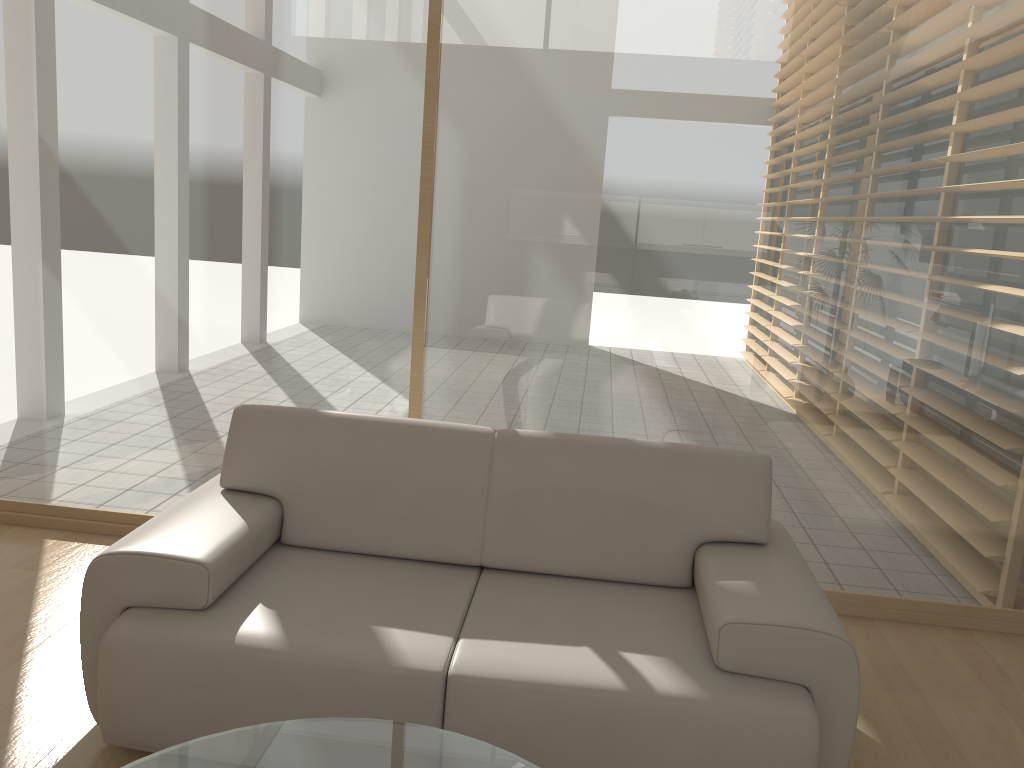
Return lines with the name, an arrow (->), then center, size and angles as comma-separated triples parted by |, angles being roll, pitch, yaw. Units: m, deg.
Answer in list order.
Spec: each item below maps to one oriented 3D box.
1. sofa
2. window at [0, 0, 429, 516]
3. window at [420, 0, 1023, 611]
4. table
sofa -> -0.106, 0.599, 2.740 | 2.093, 0.846, 1.168 | 5, 11, 5
window -> -1.635, -0.650, 3.729 | 2.525, 2.500, 0.020 | 5, 11, 5
window -> 0.917, -0.416, 3.477 | 2.525, 2.500, 0.020 | 5, 11, 5
table -> -0.341, 1.067, 1.497 | 1.198, 0.370, 1.198 | 9, 12, 22
